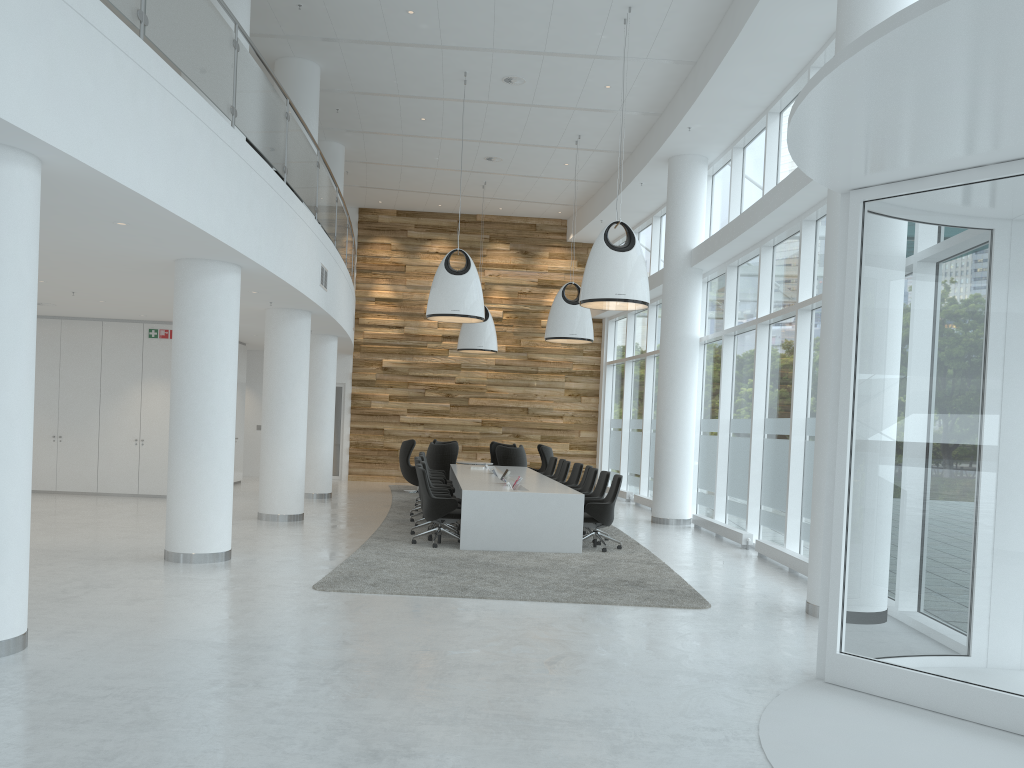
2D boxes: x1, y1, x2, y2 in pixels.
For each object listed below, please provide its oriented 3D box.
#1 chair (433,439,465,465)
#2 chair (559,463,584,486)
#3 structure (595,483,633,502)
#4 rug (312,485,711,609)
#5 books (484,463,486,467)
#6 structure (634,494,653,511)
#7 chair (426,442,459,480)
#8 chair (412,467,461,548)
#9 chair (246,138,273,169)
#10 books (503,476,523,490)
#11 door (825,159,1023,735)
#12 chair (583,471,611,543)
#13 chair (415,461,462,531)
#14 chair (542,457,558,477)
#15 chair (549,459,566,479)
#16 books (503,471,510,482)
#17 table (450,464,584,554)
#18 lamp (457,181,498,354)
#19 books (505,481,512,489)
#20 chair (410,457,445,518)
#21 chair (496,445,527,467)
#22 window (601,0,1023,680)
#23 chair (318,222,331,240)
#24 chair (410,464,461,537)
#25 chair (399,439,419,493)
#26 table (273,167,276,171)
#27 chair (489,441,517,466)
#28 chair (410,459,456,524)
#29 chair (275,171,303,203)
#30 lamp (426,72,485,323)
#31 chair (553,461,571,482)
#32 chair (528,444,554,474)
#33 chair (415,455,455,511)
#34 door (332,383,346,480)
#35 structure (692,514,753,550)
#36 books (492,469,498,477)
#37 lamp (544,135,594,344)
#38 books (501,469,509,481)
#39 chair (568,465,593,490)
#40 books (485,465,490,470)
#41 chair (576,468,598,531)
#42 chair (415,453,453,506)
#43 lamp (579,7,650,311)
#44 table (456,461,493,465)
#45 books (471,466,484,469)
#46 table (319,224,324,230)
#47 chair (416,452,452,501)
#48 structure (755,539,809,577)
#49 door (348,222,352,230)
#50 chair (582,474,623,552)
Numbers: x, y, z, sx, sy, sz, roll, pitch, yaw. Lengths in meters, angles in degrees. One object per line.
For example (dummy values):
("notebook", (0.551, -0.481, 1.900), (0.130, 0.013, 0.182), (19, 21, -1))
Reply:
("chair", (-1.475, 1.838, 20.148), (0.915, 1.154, 0.915), (2, 0, 45))
("chair", (0.840, 1.776, 14.590), (0.674, 0.967, 0.685), (2, 0, -11))
("structure", (2.330, 2.490, 20.369), (0.150, 0.214, 2.688), (2, -3, -9))
("rug", (-0.373, 2.204, 14.417), (3.939, 0.010, 13.446), (3, -3, -5))
("books", (-0.460, 1.607, 16.704), (0.153, 0.241, 0.182), (2, 0, -5))
("structure", (2.778, 2.367, 17.241), (0.150, 0.214, 2.688), (2, -3, -7))
("chair", (-1.313, 1.754, 18.154), (0.913, 1.154, 0.917), (2, 0, 15))
("chair", (-0.907, 1.544, 11.158), (0.674, 0.967, 0.685), (2, 0, -11))
("chair", (-3.244, -2.678, 10.330), (0.914, 1.154, 0.916), (3, 0, -14))
("books", (0.007, 1.430, 12.352), (0.230, 0.275, 0.597), (2, -2, 15))
("door", (3.442, 0.330, 4.077), (2.995, 3.113, 2.997), (2, -1, 4))
("chair", (1.027, 1.677, 12.232), (0.674, 0.967, 0.685), (2, 0, -6))
("chair", (-1.052, 1.614, 12.841), (0.674, 0.967, 0.685), (2, 0, -6))
("chair", (0.544, 1.873, 16.998), (0.674, 0.967, 0.685), (2, 0, -11))
("chair", (0.658, 1.839, 16.130), (0.674, 0.967, 0.685), (2, 0, -6))
("books", (-0.120, 1.506, 14.292), (0.158, 0.241, 0.352), (2, -1, -5))
("table", (-0.173, 1.827, 14.086), (1.500, 0.739, 6.555), (3, -3, -5))
("lamp", (-0.671, -2.510, 19.081), (0.882, 3.651, 0.884), (3, 1, 33))
("books", (-0.011, 1.416, 11.854), (0.143, 0.226, 0.203), (2, 0, -6))
("chair", (-1.296, 1.672, 14.346), (0.674, 0.967, 0.685), (2, 0, -1))
("chair", (-0.133, 1.809, 18.238), (0.915, 1.154, 0.915), (2, 0, 45))
("window", (-17.415, -1.501, 16.915), (62.814, 6.146, 30.865), (1, -3, 34))
("chair", (-3.638, -2.446, 15.783), (0.914, 1.154, 0.916), (3, 0, -15))
("chair", (-1.021, 1.578, 12.027), (0.674, 0.967, 0.685), (2, 0, -6))
("chair", (-1.970, 1.768, 19.086), (0.918, 1.154, 0.913), (3, 0, -15))
("table", (-3.260, -2.437, 11.164), (0.800, 0.755, 0.798), (3, -1, -15))
("chair", (-0.315, 1.893, 20.260), (0.913, 1.154, 0.917), (2, 0, 15))
("chair", (-1.204, 1.641, 13.566), (0.674, 0.967, 0.685), (2, 0, -11))
("chair", (-3.293, -2.602, 12.038), (0.914, 1.154, 0.916), (3, 0, -12))
("lamp", (-0.769, -2.782, 13.224), (0.882, 3.651, 0.884), (3, 1, 40))
("chair", (0.689, 1.803, 15.315), (0.674, 0.967, 0.685), (2, 0, -6))
("chair", (0.436, 1.884, 19.339), (0.918, 1.154, 0.913), (3, 0, -15))
("chair", (-1.305, 1.707, 15.110), (0.674, 0.967, 0.685), (2, 0, -6))
("door", (-5.053, 1.142, 21.919), (1.805, 2.404, 0.132), (2, 1, -3))
("structure", (3.134, 2.203, 13.329), (0.150, 0.214, 2.689), (2, -3, -3))
("books", (-0.263, 1.519, 14.617), (0.153, 0.239, 0.190), (2, 0, -5))
("lamp", (1.098, -2.582, 15.828), (0.882, 3.651, 0.884), (3, 1, 38))
("books", (-0.134, 1.487, 14.271), (0.139, 0.230, 0.356), (2, -1, -5))
("chair", (0.932, 1.745, 13.811), (0.674, 0.967, 0.685), (2, 0, -1))
("books", (-0.423, 1.601, 16.368), (0.139, 0.223, 0.162), (2, 0, -5))
("chair", (0.941, 1.710, 13.047), (0.674, 0.967, 0.685), (2, 0, -6))
("chair", (-1.390, 1.740, 15.924), (0.674, 0.967, 0.685), (2, 0, -6))
("lamp", (1.351, -2.791, 11.006), (0.882, 3.651, 0.884), (3, 1, 41))
("table", (-0.823, 2.046, 19.190), (0.798, 0.697, 0.800), (2, -1, 19))
("books", (-0.624, 1.515, 16.075), (0.224, 0.026, 0.264), (2, -3, 4))
("table", (-3.560, -2.279, 14.911), (0.798, 0.755, 0.800), (2, -1, 34))
("chair", (-1.463, 1.774, 16.734), (0.674, 0.967, 0.685), (2, 0, -1))
("structure", (3.246, 2.063, 10.155), (0.150, 0.214, 2.689), (2, -3, -1))
("door", (-4.881, -2.821, 21.826), (1.805, 2.404, 0.132), (2, 1, -3))
("chair", (1.099, 1.643, 11.422), (0.674, 0.967, 0.685), (2, 0, -1))
